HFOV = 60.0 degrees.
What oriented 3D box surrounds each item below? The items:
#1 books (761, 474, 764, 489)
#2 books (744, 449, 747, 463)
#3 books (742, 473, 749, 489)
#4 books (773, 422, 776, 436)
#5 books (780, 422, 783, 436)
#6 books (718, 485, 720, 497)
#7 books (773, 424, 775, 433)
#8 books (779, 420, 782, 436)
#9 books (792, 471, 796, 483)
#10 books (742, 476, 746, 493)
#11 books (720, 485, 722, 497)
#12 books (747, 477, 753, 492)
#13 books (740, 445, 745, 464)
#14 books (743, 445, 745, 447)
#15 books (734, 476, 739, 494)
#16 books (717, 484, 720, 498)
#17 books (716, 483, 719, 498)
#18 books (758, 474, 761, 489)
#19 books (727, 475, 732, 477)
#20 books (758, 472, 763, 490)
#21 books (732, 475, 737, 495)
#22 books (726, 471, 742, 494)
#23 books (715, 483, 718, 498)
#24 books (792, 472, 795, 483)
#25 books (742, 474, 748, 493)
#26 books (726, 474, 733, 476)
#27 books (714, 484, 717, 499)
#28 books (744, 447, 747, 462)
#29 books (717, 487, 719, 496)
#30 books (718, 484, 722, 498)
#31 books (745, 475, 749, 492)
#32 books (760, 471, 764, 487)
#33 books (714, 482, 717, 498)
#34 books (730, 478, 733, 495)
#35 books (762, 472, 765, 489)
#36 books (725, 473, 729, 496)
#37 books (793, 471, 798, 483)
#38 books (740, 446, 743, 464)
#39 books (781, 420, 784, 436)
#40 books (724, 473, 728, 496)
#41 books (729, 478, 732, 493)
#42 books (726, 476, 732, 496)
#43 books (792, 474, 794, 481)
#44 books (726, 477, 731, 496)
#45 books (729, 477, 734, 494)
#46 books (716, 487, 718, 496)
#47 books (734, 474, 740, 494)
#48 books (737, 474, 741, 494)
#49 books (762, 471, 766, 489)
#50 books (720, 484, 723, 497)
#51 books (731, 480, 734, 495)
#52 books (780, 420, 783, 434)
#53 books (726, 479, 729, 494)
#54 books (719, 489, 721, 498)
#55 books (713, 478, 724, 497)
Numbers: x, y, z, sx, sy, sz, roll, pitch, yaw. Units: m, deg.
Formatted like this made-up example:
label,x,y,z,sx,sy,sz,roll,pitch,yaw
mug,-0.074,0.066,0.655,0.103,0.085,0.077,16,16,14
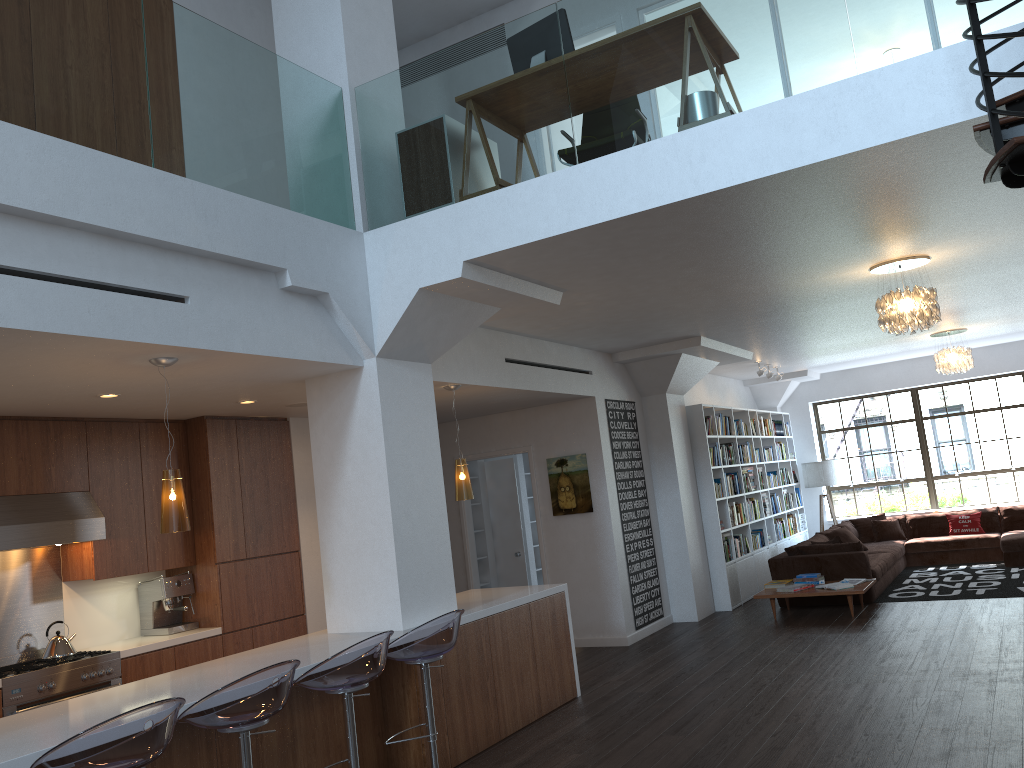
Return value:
label,x,y,z,sx,sy,sz,roll,pitch,yaw
books,3.428,1.373,12.416,0.161,0.223,0.030,-11,-8,29
books,3.053,0.966,11.902,0.161,0.223,0.026,-11,-8,29
books,3.044,1.321,11.786,0.183,0.253,0.042,-11,-8,29
books,3.942,0.696,13.554,0.161,0.223,0.032,-11,-8,29
books,4.140,0.706,13.930,0.183,0.253,0.042,-11,-8,29
books,2.442,1.299,10.670,0.110,0.153,0.019,-11,-8,29
books,3.918,0.696,13.531,0.161,0.223,0.033,-11,-8,29
books,4.118,0.704,13.892,0.183,0.253,0.042,-11,-8,29
books,4.414,1.487,14.145,0.167,0.210,0.162,-11,-8,29
books,2.976,1.326,11.645,0.161,0.223,0.032,-11,-8,29
books,2.477,1.297,10.724,0.106,0.162,0.032,-11,-8,29
books,3.117,1.349,11.882,0.161,0.207,0.135,-11,-8,29
books,3.000,0.946,11.815,0.182,0.253,0.034,-11,-8,29
books,3.073,0.957,11.952,0.159,0.250,0.026,-11,-8,29
books,2.794,1.298,11.328,0.174,0.239,0.045,-11,-8,29
books,2.427,1.290,10.658,0.109,0.171,0.018,-11,-8,29
books,2.395,1.283,10.625,0.134,0.184,0.030,-11,-8,29
books,3.368,1.368,12.323,0.161,0.223,0.030,-11,-8,29
books,2.705,1.289,11.224,0.182,0.253,0.034,-11,-8,29
books,3.387,1.355,12.359,0.174,0.251,0.051,-11,-8,29
books,2.742,1.287,11.243,0.182,0.253,0.034,-11,-8,29
books,2.854,1.282,11.452,0.176,0.294,0.102,-11,-8,29
books,2.379,1.282,10.579,0.128,0.178,0.022,-11,-8,29
books,4.389,1.477,14.086,0.161,0.218,0.101,-11,-8,29
books,2.997,1.320,11.683,0.174,0.240,0.054,-11,-8,29
books,2.746,1.290,11.295,0.180,0.259,0.060,-11,-8,29
books,2.346,1.271,10.536,0.136,0.196,0.045,-11,-8,29
books,3.068,0.967,11.924,0.161,0.223,0.027,-11,-8,29
books,2.409,1.287,10.646,0.128,0.178,0.022,-11,-8,29
books,2.458,1.295,10.704,0.120,0.167,0.020,-11,-8,29
books,3.040,1.331,11.746,0.161,0.223,0.032,-11,-8,29
books,3.431,1.364,12.455,0.183,0.253,0.039,-11,-8,29
books,2.361,1.272,10.566,0.127,0.200,0.020,-11,-8,29
books,2.680,1.294,11.128,0.161,0.223,0.027,-11,-8,29
books,3.469,1.369,12.512,0.171,0.246,0.036,-11,-8,29
books,2.571,1.253,10.967,0.176,0.290,0.053,-11,-8,29
books,4.467,1.487,14.220,0.182,0.215,0.188,-11,-8,29
books,2.952,0.947,11.726,0.174,0.239,0.045,-11,-8,29
books,4.183,0.711,14.005,0.183,0.253,0.042,-11,-8,29
books,2.537,1.253,10.917,0.197,0.283,0.065,-11,-8,29
books,2.659,1.281,11.111,0.159,0.250,0.026,-11,-8,29
books,2.639,1.281,11.074,0.170,0.245,0.057,-11,-8,29
books,4.373,1.473,14.055,0.161,0.222,0.084,-11,-8,29
books,2.617,1.280,11.028,0.174,0.239,0.045,-11,-8,29
books,2.701,1.295,11.185,0.167,0.230,0.037,-11,-8,29
books,2.388,1.284,10.599,0.128,0.178,0.021,-11,-8,29
books,2.807,1.295,11.367,0.182,0.253,0.034,-11,-8,29
books,2.834,1.295,11.391,0.182,0.253,0.034,-11,-8,29
books,3.484,1.369,12.545,0.160,0.251,0.036,-11,-8,29
books,2.489,1.296,10.746,0.107,0.167,0.017,-11,-8,29
books,2.692,1.296,11.152,0.161,0.223,0.026,-11,-8,29
books,4.159,0.709,13.968,0.183,0.253,0.042,-11,-8,29
books,2.595,1.288,10.999,0.161,0.223,0.027,-11,-8,29
books,2.450,1.300,10.686,0.110,0.153,0.018,-11,-8,29
books,2.488,1.269,10.788,0.140,0.231,0.042,-11,-8,29
